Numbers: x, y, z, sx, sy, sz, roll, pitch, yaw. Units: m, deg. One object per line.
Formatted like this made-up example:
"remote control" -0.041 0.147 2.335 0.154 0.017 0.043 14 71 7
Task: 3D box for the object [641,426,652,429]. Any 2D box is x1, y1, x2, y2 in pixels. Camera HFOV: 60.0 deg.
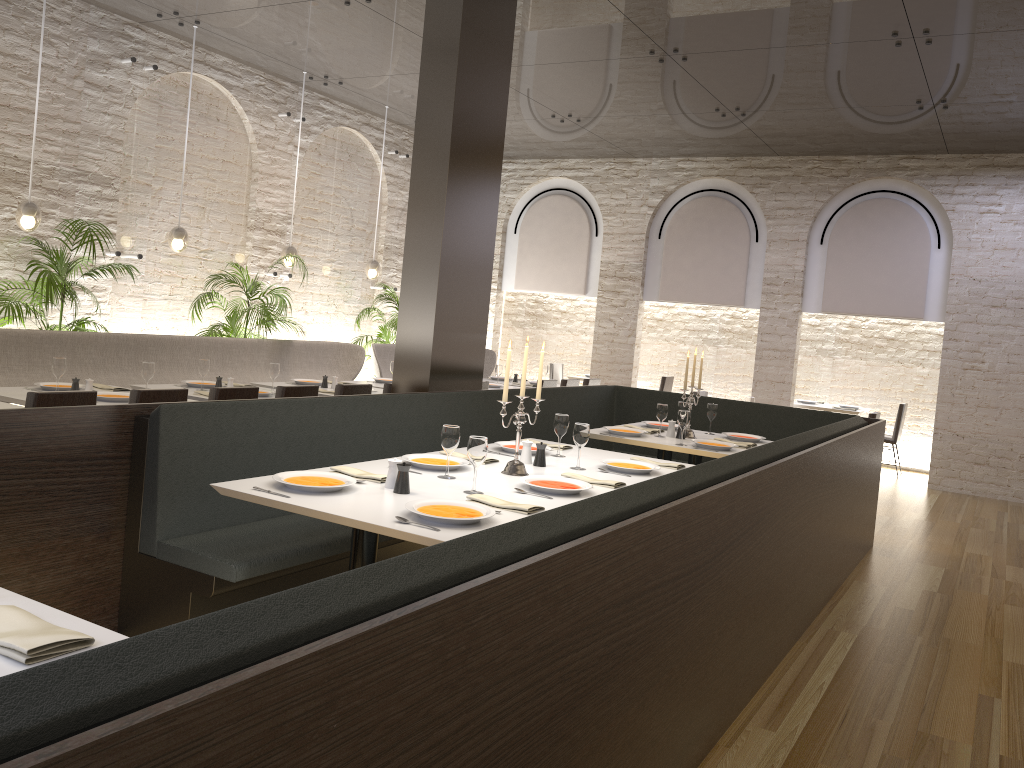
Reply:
"object" 1.063 0.338 6.699 0.185 0.010 0.017 7 4 29

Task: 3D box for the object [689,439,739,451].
"object" 1.340 0.409 5.886 0.321 0.036 0.322 6 4 5

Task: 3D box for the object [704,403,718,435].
"object" 1.513 0.267 6.730 0.086 0.230 0.086 5 2 -1

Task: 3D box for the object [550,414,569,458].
"object" 0.264 0.282 4.858 0.086 0.230 0.086 7 2 41

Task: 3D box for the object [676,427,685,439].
"object" 1.195 0.328 6.259 0.068 0.126 0.069 5 2 -19

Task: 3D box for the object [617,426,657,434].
"object" 0.906 0.337 6.458 0.273 0.033 0.142 7 4 29

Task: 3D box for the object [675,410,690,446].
"object" 1.133 0.291 5.877 0.086 0.230 0.086 4 2 -25

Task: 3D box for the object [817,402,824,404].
"object" 4.085 0.243 12.028 0.273 0.033 0.142 7 4 29

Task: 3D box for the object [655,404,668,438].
"object" 1.053 0.258 6.253 0.086 0.230 0.086 4 2 -25

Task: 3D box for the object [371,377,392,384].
"object" -1.241 -0.029 8.780 0.321 0.036 0.322 4 4 -23

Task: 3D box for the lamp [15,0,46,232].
"lamp" -3.630 -2.182 6.782 0.177 2.038 0.178 4 2 -40

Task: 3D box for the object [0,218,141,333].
"object" -3.625 -0.330 7.045 1.186 1.972 1.148 4 3 -30

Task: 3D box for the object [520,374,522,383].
"object" 0.128 -0.066 10.557 0.059 0.109 0.059 4 2 -25

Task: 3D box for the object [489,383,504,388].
"object" -0.234 0.015 9.474 0.321 0.036 0.322 4 4 -23

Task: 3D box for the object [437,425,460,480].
"object" -0.277 0.299 3.900 0.086 0.230 0.086 6 2 29

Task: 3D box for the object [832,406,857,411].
"object" 4.187 0.313 11.161 0.273 0.033 0.142 7 4 29

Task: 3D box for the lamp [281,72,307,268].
"lamp" -2.244 -2.225 9.235 0.178 2.038 0.178 6 2 8

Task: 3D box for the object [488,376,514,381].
"object" -0.137 -0.063 10.733 0.321 0.036 0.322 4 4 -23

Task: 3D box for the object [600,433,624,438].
"object" 0.682 0.349 6.025 0.185 0.010 0.017 7 4 29

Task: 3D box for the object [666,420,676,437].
"object" 1.137 0.318 6.319 0.068 0.126 0.069 5 2 -19

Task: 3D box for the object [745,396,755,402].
"object" 2.174 0.232 8.121 0.086 0.230 0.087 4 2 -31

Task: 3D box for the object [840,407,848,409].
"object" 4.271 0.310 11.317 0.182 0.015 0.038 8 4 31

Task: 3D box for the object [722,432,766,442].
"object" 1.707 0.398 6.536 0.321 0.036 0.322 4 4 -12

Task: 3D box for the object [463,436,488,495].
"object" -0.147 0.331 3.613 0.086 0.230 0.087 5 2 -19

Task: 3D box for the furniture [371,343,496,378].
"furniture" -0.791 0.114 10.596 0.708 1.096 2.583 7 4 29

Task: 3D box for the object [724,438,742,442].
"object" 1.614 0.408 6.381 0.182 0.015 0.038 8 4 31

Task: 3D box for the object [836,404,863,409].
"object" 4.366 0.301 11.474 0.321 0.036 0.323 3 4 -25

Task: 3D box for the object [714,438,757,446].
"object" 1.575 0.413 6.249 0.273 0.033 0.142 7 4 29

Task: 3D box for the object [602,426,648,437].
"object" 0.791 0.337 6.200 0.321 0.036 0.322 6 4 5

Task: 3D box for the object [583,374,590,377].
"object" 1.217 -0.114 13.265 0.321 0.036 0.323 3 4 -25

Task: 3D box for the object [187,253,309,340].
"object" -2.638 -0.361 8.796 1.144 1.972 1.191 4 2 -20

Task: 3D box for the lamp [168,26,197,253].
"lamp" -2.940 -2.203 8.003 0.178 2.038 0.178 6 2 14

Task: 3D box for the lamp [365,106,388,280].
"lamp" -1.561 -2.246 10.443 0.178 2.038 0.178 6 2 8

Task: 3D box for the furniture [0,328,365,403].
"furniture" -2.600 0.170 7.396 0.710 1.096 4.474 7 4 29

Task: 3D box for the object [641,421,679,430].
"object" 1.159 0.326 6.849 0.322 0.036 0.321 7 4 25

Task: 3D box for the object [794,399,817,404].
"object" 3.902 0.239 11.740 0.321 0.036 0.323 3 4 -25

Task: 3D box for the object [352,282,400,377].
"object" -1.412 -0.396 10.933 1.146 1.972 1.189 6 2 10

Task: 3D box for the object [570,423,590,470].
"object" 0.344 0.316 4.481 0.086 0.230 0.086 7 2 41

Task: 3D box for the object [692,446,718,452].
"object" 1.247 0.419 5.730 0.182 0.015 0.038 8 4 31

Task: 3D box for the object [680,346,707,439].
"object" 1.291 0.057 6.363 0.132 0.656 0.389 7 3 40

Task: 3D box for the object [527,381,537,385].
"object" 0.327 -0.002 10.467 0.321 0.036 0.322 4 4 -23

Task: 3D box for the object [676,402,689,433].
"object" 1.276 0.251 6.649 0.086 0.230 0.086 4 2 -25

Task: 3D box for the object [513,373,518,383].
"object" 0.044 -0.073 10.552 0.059 0.109 0.059 4 2 -25

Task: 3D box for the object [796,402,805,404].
"object" 3.807 0.252 11.582 0.185 0.010 0.017 7 4 29

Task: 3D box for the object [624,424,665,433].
"object" 0.982 0.334 6.593 0.273 0.033 0.142 7 4 29

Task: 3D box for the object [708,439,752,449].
"object" 1.499 0.415 6.114 0.273 0.033 0.142 7 4 29
